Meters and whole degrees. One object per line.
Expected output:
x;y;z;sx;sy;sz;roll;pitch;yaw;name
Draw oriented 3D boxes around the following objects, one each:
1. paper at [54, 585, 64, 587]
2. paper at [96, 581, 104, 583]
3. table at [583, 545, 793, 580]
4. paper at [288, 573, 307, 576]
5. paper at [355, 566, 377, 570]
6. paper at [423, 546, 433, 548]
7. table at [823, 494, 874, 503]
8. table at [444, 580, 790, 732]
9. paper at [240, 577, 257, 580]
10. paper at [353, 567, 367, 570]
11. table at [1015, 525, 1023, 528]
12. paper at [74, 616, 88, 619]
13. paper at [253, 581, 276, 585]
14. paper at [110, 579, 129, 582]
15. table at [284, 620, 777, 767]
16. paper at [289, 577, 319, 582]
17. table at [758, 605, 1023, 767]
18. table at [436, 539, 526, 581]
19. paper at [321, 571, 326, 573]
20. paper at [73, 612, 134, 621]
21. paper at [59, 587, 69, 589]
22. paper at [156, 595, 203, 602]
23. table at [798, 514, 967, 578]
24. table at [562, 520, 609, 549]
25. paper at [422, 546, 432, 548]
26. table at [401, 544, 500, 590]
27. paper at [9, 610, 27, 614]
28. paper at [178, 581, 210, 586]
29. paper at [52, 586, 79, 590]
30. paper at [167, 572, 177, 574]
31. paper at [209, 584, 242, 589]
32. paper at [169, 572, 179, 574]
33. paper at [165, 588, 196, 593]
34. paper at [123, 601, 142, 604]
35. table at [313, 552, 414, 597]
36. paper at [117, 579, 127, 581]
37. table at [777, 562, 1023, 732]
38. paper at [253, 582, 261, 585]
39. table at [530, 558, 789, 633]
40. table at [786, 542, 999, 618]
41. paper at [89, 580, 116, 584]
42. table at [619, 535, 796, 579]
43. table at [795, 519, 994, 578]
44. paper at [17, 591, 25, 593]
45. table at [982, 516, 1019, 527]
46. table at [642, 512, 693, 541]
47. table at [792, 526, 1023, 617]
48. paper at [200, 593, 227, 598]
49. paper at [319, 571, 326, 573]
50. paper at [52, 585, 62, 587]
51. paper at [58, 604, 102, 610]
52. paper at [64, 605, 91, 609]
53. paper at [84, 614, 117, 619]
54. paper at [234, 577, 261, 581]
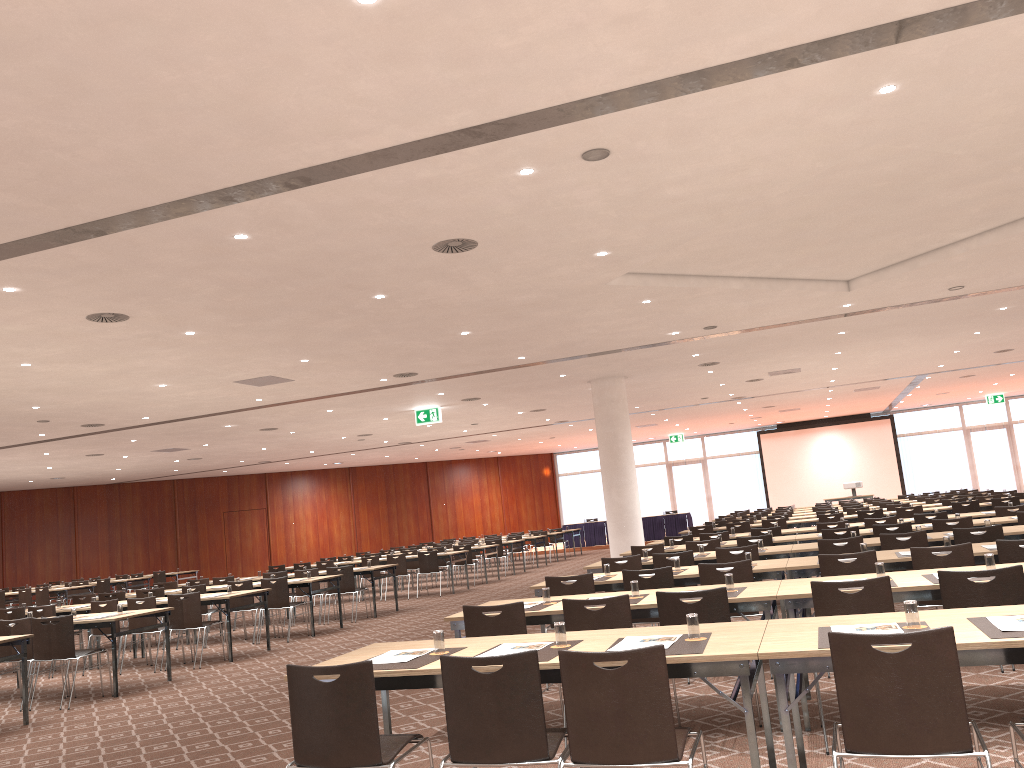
-12.697;5.633;24.698;0.460;0.003;0.566;-8;-9;15;paper
-11.215;5.411;24.255;0.284;0.006;0.398;-8;-9;16;paper
2.064;2.370;10.063;2.268;0.832;0.954;-9;-9;18;table
-3.929;3.455;16.084;0.460;0.003;0.566;-8;-9;15;paper
-2.726;3.275;15.706;0.460;0.003;0.566;-8;-9;15;paper
-2.450;4.695;25.525;0.460;0.003;0.566;-9;-9;17;paper
11.009;4.095;28.872;1.540;0.831;0.954;-9;-9;18;table
0.782;1.947;6.293;2.268;0.832;0.954;-9;-9;18;table
-4.894;3.608;16.468;0.284;0.006;0.398;-9;-9;19;paper
-2.773;3.283;15.754;0.284;0.006;0.398;-8;-9;17;paper
6.339;1.723;8.674;2.268;0.832;0.954;-9;-9;18;table
-5.271;2.733;10.245;0.460;0.003;0.566;-9;-9;19;paper
-3.995;3.157;14.020;0.460;0.003;0.566;-8;-9;16;paper
-10.594;5.313;24.001;0.460;0.003;0.566;-8;-9;17;paper
0.142;1.735;4.408;2.268;0.832;0.954;-9;-9;18;table
-3.364;3.063;13.824;0.460;0.003;0.566;-8;-9;17;paper
2.280;1.411;3.714;2.268;0.832;0.954;-9;-9;18;table
-0.843;4.586;23.041;2.268;0.832;0.954;-9;-9;18;table
-3.347;3.364;15.876;0.460;0.003;0.566;-9;-9;19;paper
-4.657;2.642;10.059;0.460;0.003;0.566;-8;-9;14;paper
-11.257;5.113;22.208;0.284;0.006;0.398;-8;-9;14;paper
-4.601;2.941;12.127;0.460;0.003;0.566;-9;-9;19;paper
5.483;2.470;13.138;2.268;0.832;0.954;-9;-9;18;table
2.691;5.352;31.557;1.713;0.831;1.043;-9;-9;18;table
-2.445;4.704;25.619;0.284;0.006;0.398;-9;-9;21;paper
-1.484;4.374;21.156;2.268;0.832;0.954;-9;-9;18;table
-7.360;3.354;12.993;0.460;0.003;0.566;-9;-9;17;paper
-6.085;3.782;16.789;0.460;0.003;0.566;-9;-9;19;paper
-11.216;5.100;22.124;0.460;0.003;0.566;-8;-9;17;paper
-9.968;5.532;25.951;0.284;0.006;0.398;-9;-9;21;paper
-4.567;3.239;14.172;0.460;0.003;0.566;-9;-9;18;paper
-9.924;5.522;25.889;0.460;0.003;0.566;-8;-9;17;paper
-5.486;3.384;14.511;0.460;0.003;0.566;-9;-9;20;paper
-5.254;3.044;12.393;0.284;0.006;0.398;-9;-9;17;paper
-3.622;4.698;21.851;2.268;0.832;0.954;-9;-9;18;table
-10.599;5.324;24.102;0.284;0.006;0.398;-9;-9;17;paper
2.920;1.623;5.599;2.268;0.832;0.954;-9;-9;18;table
-3.988;3.162;14.085;0.284;0.006;0.398;-9;-9;17;paper
1.423;2.159;8.178;2.268;0.832;0.954;-9;-9;18;table
3.561;1.835;7.484;2.268;0.832;0.954;-9;-9;18;table
-11.189;5.401;24.182;0.460;0.003;0.566;-9;-9;17;paper
2.704;2.582;11.948;2.268;0.832;0.954;-9;-9;18;table
4.842;2.258;11.253;2.268;0.832;0.954;-9;-9;18;table
-12.480;5.298;22.601;0.284;0.006;0.398;-9;-9;18;paper
6.980;1.935;10.559;2.268;0.832;0.954;-9;-9;18;table
5.369;4.947;30.687;1.713;0.831;1.043;-9;-9;18;table
4.201;2.047;9.368;2.268;0.832;0.954;-9;-9;18;table
-4.022;2.854;11.972;0.284;0.006;0.398;-8;-9;16;paper
-3.361;3.371;15.942;0.284;0.006;0.398;-9;-9;20;paper
-12.749;5.644;24.759;0.284;0.006;0.398;-9;-9;18;paper
-6.140;3.173;12.620;0.460;0.003;0.566;-8;-9;17;paper
-6.154;3.182;12.701;0.284;0.006;0.398;-8;-9;16;paper
-4.683;2.649;10.119;0.284;0.006;0.398;-8;-9;15;paper
-4.876;3.601;16.406;0.460;0.003;0.566;-9;-9;18;paper
